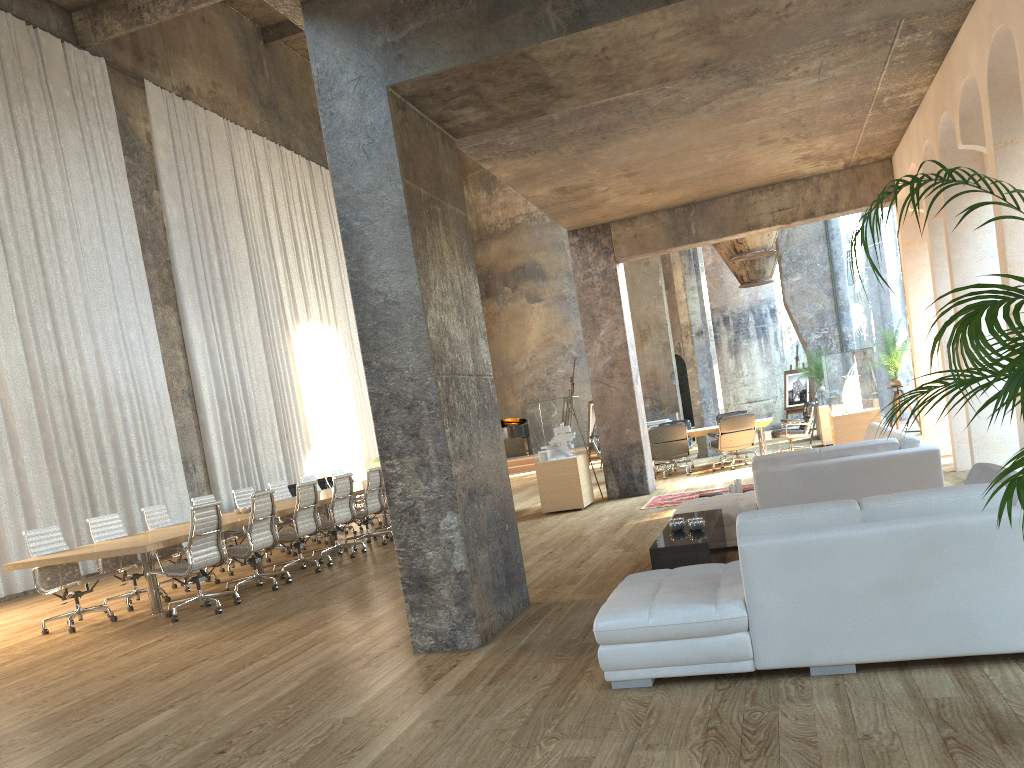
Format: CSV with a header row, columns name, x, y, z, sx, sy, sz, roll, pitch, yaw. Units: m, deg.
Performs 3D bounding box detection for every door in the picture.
name,x,y,z,sx,sy,sz,roll,pitch,yaw
door,5.124,0.400,26.176,0.110,2.653,0.905,-12,5,-31

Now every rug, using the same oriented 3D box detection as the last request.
name,x,y,z,sx,sy,sz,roll,pitch,yaw
rug,2.931,1.349,11.152,2.476,0.009,1.332,-10,-3,17

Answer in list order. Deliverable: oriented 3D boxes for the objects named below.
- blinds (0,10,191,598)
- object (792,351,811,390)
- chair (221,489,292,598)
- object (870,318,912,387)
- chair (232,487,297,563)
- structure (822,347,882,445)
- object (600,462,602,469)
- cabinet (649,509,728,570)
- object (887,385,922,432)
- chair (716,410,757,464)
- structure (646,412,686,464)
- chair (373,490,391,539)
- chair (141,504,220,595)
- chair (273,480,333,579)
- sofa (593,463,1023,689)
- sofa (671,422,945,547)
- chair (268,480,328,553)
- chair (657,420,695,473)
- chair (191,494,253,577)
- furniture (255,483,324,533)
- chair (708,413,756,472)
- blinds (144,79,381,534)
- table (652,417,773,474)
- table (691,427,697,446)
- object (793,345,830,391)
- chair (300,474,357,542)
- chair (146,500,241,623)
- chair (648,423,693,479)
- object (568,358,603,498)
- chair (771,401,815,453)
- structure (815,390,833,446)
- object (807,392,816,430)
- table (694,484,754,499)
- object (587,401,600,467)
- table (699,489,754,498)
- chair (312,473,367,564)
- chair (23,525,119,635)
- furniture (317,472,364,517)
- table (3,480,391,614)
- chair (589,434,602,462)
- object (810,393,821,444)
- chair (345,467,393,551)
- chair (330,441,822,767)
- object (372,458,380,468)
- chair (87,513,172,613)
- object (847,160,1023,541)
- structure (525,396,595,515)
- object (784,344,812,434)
name,x,y,z,sx,sy,sz,roll,pitch,yaw
blinds,-7.493,-1.376,11.992,0.276,8.712,7.737,-8,2,17
object,6.636,-0.287,19.587,0.693,0.947,0.847,-7,2,37
chair,-2.764,1.661,9.171,0.703,1.034,0.656,-8,3,20
object,5.289,-0.430,12.203,0.690,0.947,0.852,-9,1,7
chair,-3.360,1.899,12.060,0.704,1.034,0.656,-8,3,25
structure,4.657,0.334,11.991,0.597,1.560,0.733,-8,4,17
object,2.288,0.827,19.912,0.689,2.164,0.691,-5,6,43
cabinet,1.276,1.197,6.256,0.398,0.371,1.545,-9,-2,16
object,5.380,0.524,12.296,0.653,0.980,0.571,-10,3,-19
chair,4.041,0.958,15.938,0.734,0.899,0.812,-9,2,17
structure,3.183,1.158,18.467,0.747,1.023,0.726,-8,2,17
chair,-1.742,1.665,12.625,0.703,1.034,0.657,-8,3,16
chair,-3.861,1.895,10.331,0.703,1.034,0.657,-8,3,16
chair,-2.508,1.663,10.045,0.703,1.034,0.656,-8,3,22
sofa,1.470,0.886,4.203,2.079,0.727,1.060,-10,0,17
sofa,2.648,0.890,8.204,2.076,0.726,2.898,-10,-2,17
chair,-3.111,1.900,12.916,0.703,1.034,0.656,-8,3,22
chair,2.985,1.145,16.270,0.735,0.899,0.811,-8,2,23
chair,-3.610,1.898,11.222,0.703,1.034,0.656,-8,3,22
furniture,-4.312,2.398,17.251,0.712,0.847,1.852,-9,-1,16
chair,3.631,0.957,14.558,0.727,0.899,0.819,-9,1,-10
blinds,-5.068,-1.366,20.220,0.276,8.712,7.737,-8,2,17
table,3.358,1.137,15.374,2.424,0.705,1.093,-10,-1,17
table,4.946,1.250,21.352,1.881,0.550,0.931,-10,-1,17
object,5.927,-0.286,17.252,0.864,0.947,0.679,-9,2,19
chair,-2.855,1.901,13.790,0.703,1.034,0.656,-8,3,20
chair,-3.032,1.661,8.269,0.703,1.034,0.656,-8,3,22
chair,2.666,1.127,14.829,0.732,0.899,0.813,-9,1,10
object,0.872,0.724,13.113,0.688,2.164,0.691,-8,4,16
chair,4.752,0.794,14.922,0.824,0.900,0.722,-9,2,11
structure,6.049,0.584,16.206,0.739,1.023,0.734,-8,2,17
object,6.833,0.646,19.627,0.661,0.980,0.564,-9,3,11
table,2.398,1.232,9.358,0.864,0.248,0.366,-10,-1,17
object,1.858,0.807,18.083,0.674,2.164,0.705,-13,5,-41
table,2.299,1.253,9.009,0.794,0.204,1.099,-10,-3,17
chair,-2.258,1.664,10.901,0.704,1.034,0.656,-8,3,25
chair,-4.316,1.889,8.685,0.703,1.034,0.656,-8,3,22
furniture,-3.642,2.400,19.524,0.712,0.847,1.852,-9,-1,16
table,-2.804,1.917,11.568,1.610,0.763,7.635,-10,-3,16
chair,1.875,1.304,15.838,0.824,0.900,0.722,-9,2,13
object,6.203,0.631,17.211,0.650,0.980,0.574,-11,3,-37
chair,-2.009,1.664,11.739,0.703,1.034,0.656,-8,3,22
chair,0.084,1.433,13.794,13.024,1.039,31.180,-10,-3,16
object,-3.039,2.162,22.961,1.095,1.468,1.119,-9,2,8
chair,-4.101,1.894,9.516,0.704,1.034,0.656,-8,3,25
object,1.820,0.191,2.600,1.411,1.827,1.338,-8,2,23
structure,0.685,0.990,12.281,0.597,1.560,0.733,-8,4,17
object,6.784,0.142,20.764,0.706,2.164,0.674,-5,6,45
